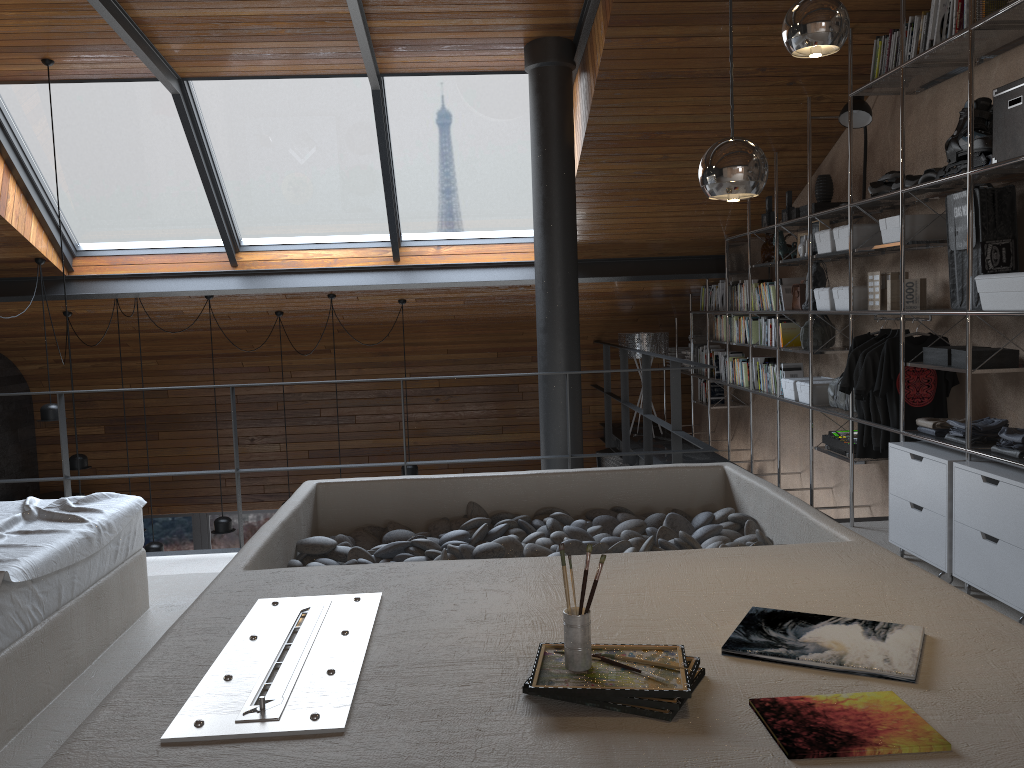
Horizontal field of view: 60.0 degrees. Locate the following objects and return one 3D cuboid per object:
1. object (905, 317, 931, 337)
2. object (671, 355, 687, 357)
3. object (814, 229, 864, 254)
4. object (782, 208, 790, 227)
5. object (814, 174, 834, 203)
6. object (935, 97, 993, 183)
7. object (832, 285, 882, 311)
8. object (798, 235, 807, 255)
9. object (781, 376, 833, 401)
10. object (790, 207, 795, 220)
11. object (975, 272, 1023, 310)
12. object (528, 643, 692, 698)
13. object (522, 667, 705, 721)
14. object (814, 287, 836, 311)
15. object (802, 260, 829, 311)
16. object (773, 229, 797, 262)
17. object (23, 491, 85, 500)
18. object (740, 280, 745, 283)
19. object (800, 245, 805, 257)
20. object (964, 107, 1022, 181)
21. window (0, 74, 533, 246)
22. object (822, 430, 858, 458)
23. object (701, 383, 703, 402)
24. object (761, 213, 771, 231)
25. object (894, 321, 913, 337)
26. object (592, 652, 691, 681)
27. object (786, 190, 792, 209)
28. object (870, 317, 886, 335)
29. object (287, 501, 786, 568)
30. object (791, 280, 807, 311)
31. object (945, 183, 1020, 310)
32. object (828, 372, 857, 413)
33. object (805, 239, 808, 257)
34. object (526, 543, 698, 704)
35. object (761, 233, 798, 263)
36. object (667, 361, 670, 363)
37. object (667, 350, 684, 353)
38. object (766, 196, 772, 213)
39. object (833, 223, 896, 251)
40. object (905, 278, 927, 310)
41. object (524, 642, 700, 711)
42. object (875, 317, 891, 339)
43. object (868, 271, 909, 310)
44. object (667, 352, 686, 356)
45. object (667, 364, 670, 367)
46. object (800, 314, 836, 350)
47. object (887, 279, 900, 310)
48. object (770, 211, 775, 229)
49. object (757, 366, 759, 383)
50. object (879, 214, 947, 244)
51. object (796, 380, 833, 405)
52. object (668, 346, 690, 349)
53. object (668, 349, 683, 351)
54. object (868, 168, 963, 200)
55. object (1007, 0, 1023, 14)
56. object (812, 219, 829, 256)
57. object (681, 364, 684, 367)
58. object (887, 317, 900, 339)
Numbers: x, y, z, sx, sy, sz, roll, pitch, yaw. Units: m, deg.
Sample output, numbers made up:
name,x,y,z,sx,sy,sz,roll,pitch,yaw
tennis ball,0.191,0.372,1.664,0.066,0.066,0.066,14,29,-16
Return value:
name,x,y,z,sx,sy,sz,roll,pitch,yaw
object,2.009,-0.272,4.396,0.283,0.118,0.016,-2,5,-3
object,1.744,-0.294,9.210,0.246,0.016,0.182,-2,5,-3
object,1.956,-0.837,5.196,0.295,0.136,0.228,-2,5,-3
object,1.895,-1.148,6.116,0.029,0.117,0.086,-3,5,-13
object,1.938,-1.206,5.505,0.115,0.177,0.115,0,5,22
object,2.025,-1.075,3.871,0.174,0.342,0.416,-2,5,1
object,1.978,-0.482,4.964,0.295,0.136,0.228,-2,5,-3
object,1.885,-0.882,5.695,0.091,0.146,0.091,1,5,31
object,1.950,0.029,5.836,0.295,0.136,0.228,-2,5,-3
object,1.903,-1.140,6.018,0.029,0.117,0.086,0,5,22
object,2.071,-0.361,3.427,0.343,0.147,0.445,-2,5,-3
object,0.177,0.515,1.605,0.276,0.013,0.207,-1,5,8
object,0.188,0.540,1.615,0.276,0.013,0.207,1,5,28
object,1.962,-0.504,5.229,0.295,0.136,0.228,-2,5,-3
object,1.915,-0.611,5.598,0.157,0.339,0.229,0,5,24
object,1.879,-0.946,6.066,0.197,0.220,0.102,-4,5,-19
object,-4.631,2.279,8.958,0.686,2.298,0.639,1,6,35
object,1.858,-0.695,6.948,0.146,0.240,0.023,-2,5,-3
object,1.835,-0.836,5.588,0.037,0.077,0.037,-3,5,-17
object,2.164,-1.088,3.896,0.174,0.342,0.416,-2,5,2
window,-1.589,-1.659,6.640,3.818,1.031,1.213,-2,5,-3
object,2.035,0.344,5.165,0.320,0.114,0.405,-2,5,-3
object,1.786,0.077,8.090,0.111,0.174,0.011,-2,5,-3
object,1.826,-1.163,6.359,0.029,0.117,0.086,-3,5,-17
object,2.000,-0.242,4.532,0.387,0.197,0.009,-3,5,-7
object,0.205,0.510,1.611,0.232,0.010,0.064,1,6,33
object,1.892,-1.259,6.057,0.029,0.114,0.084,-1,5,9
object,1.988,-0.302,4.763,0.283,0.118,0.016,-2,5,-3
object,0.074,0.621,3.070,1.842,0.246,1.436,-2,5,-3
object,1.921,-0.584,5.832,0.227,0.202,0.082,-6,6,-41
object,2.081,-0.609,3.928,0.188,0.559,0.337,-2,5,2
object,1.986,0.031,5.160,0.166,0.247,0.376,-2,5,-5
object,1.847,-0.851,5.537,0.037,0.114,0.037,-3,5,-17
object,0.174,0.406,1.597,0.301,0.234,0.245,-1,5,17
object,1.893,-0.966,6.268,0.278,0.222,0.138,2,6,43
object,1.747,-0.236,9.231,0.243,0.012,0.159,-2,5,-3
object,1.750,-0.342,9.223,0.233,0.021,0.174,-2,5,-3
object,1.827,-1.275,6.301,0.029,0.114,0.084,-2,5,4
object,1.971,-0.816,4.936,0.295,0.136,0.228,-2,5,-3
object,1.999,-0.443,4.392,0.078,0.156,0.074,-6,6,-43
object,0.186,0.527,1.614,0.276,0.013,0.207,0,5,22
object,1.989,-0.257,4.718,0.387,0.197,0.009,-3,5,-7
object,1.997,-0.494,4.700,0.142,0.205,0.196,-2,5,-5
object,1.740,-0.317,9.208,0.252,0.028,0.180,-2,5,-3
object,1.750,-0.192,9.234,0.234,0.025,0.176,-2,5,-3
object,1.963,-0.346,5.688,0.166,0.240,0.390,1,5,29
object,1.944,-0.449,4.482,0.074,0.156,0.078,-1,5,12
object,1.841,-1.156,6.263,0.029,0.117,0.086,-1,5,17
object,1.883,-0.053,6.555,0.131,0.180,0.042,-2,5,-4
object,2.003,-0.765,4.384,0.290,0.124,0.222,-2,5,-3
object,1.966,0.051,5.569,0.295,0.136,0.228,-2,5,-3
object,1.740,-0.377,9.231,0.246,0.016,0.182,-2,5,-3
object,1.741,-0.360,9.222,0.246,0.016,0.182,-2,5,-3
object,1.996,-1.018,4.409,0.286,0.141,0.657,-3,5,-10
object,2.034,-1.537,3.316,0.262,0.198,0.417,-2,5,-3
object,1.905,-0.901,5.496,0.062,0.219,0.157,-2,5,-3
object,1.776,-0.197,8.969,0.262,0.025,0.176,-2,5,-3
object,1.996,-0.247,4.596,0.387,0.197,0.009,-3,5,-7
